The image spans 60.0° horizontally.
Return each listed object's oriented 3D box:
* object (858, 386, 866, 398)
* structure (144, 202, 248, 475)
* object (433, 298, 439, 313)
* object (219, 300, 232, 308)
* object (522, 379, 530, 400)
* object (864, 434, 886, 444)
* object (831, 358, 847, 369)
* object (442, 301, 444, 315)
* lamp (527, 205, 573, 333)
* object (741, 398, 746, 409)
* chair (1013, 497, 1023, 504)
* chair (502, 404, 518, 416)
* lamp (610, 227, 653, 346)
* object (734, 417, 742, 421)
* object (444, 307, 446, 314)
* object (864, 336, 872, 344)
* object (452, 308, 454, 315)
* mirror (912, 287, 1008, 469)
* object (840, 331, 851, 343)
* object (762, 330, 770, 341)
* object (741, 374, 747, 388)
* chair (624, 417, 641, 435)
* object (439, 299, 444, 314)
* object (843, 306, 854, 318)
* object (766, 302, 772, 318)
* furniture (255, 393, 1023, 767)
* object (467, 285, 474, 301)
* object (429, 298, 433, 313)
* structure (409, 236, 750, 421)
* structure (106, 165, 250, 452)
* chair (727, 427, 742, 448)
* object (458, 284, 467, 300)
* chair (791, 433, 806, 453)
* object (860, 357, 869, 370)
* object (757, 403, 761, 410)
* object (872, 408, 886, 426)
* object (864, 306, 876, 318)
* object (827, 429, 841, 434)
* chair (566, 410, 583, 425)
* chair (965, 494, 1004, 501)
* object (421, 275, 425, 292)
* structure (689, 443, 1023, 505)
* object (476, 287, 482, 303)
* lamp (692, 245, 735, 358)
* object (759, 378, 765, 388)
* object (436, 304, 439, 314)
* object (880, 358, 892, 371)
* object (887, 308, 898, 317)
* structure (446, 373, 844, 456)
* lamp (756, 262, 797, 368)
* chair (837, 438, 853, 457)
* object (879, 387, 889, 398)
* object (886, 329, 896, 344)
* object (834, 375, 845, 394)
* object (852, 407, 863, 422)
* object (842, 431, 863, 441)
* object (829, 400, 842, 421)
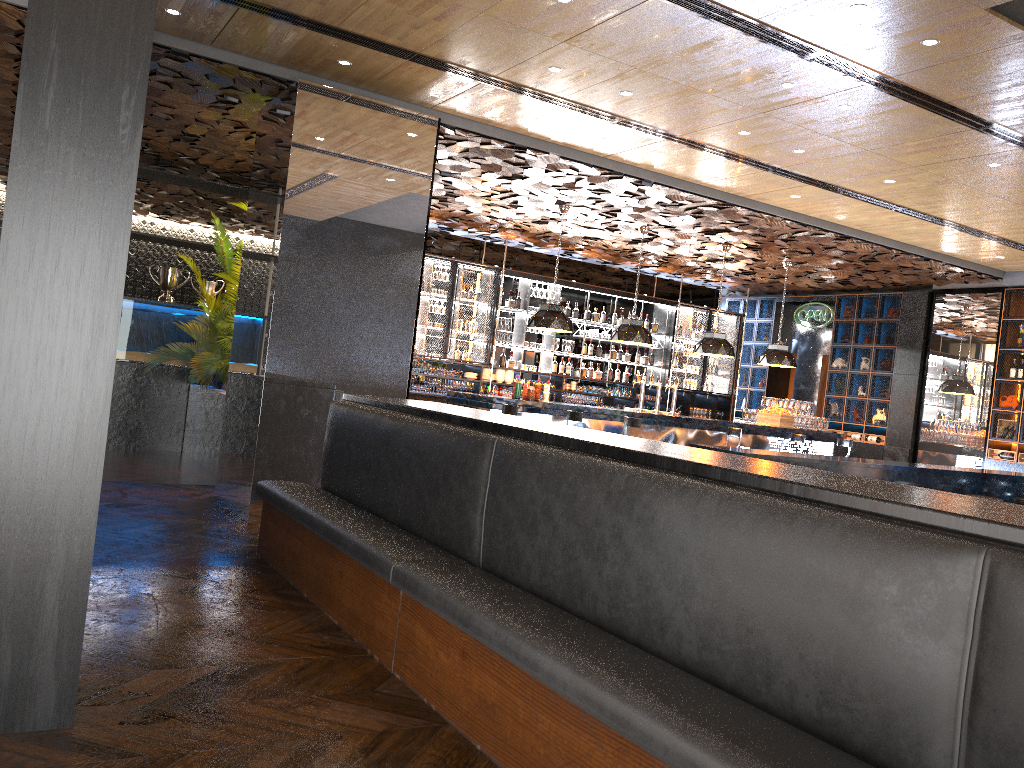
[{"bbox_3d":[5.864,0.135,14.825,0.096,0.210,0.183,7,0,-28],"label":"object"},{"bbox_3d":[-3.308,-0.830,10.646,1.873,3.561,4.073,7,0,-29],"label":"structure"},{"bbox_3d":[-1.135,-1.171,13.207,0.081,0.213,0.081,7,0,-25],"label":"object"},{"bbox_3d":[-3.742,-1.024,11.773,0.320,0.135,0.250,7,0,-30],"label":"object"},{"bbox_3d":[0.179,0.066,10.971,0.080,0.254,0.091,7,0,-28],"label":"object"},{"bbox_3d":[5.910,0.894,14.368,0.123,0.132,0.396,7,0,-29],"label":"object"},{"bbox_3d":[5.684,-0.332,15.168,0.403,0.221,0.192,7,0,29],"label":"object"},{"bbox_3d":[-1.050,-1.161,13.423,0.081,0.213,0.081,7,0,-25],"label":"object"},{"bbox_3d":[0.566,-1.437,11.190,0.582,1.606,0.607,7,0,-30],"label":"lamp"},{"bbox_3d":[4.524,0.394,17.126,0.126,0.249,0.253,7,0,35],"label":"object"},{"bbox_3d":[4.974,1.512,8.562,0.419,0.813,0.419,7,0,-35],"label":"chair"},{"bbox_3d":[0.053,0.794,9.832,0.476,1.108,0.419,7,0,-30],"label":"chair"},{"bbox_3d":[1.701,-1.331,12.003,0.582,1.564,0.607,7,0,-30],"label":"lamp"},{"bbox_3d":[4.382,0.718,17.029,0.123,0.132,0.396,7,0,-30],"label":"object"},{"bbox_3d":[-0.978,-1.153,13.299,0.081,0.213,0.081,7,0,-25],"label":"object"},{"bbox_3d":[5.974,-0.711,14.821,0.210,0.168,0.105,7,0,-31],"label":"object"},{"bbox_3d":[-0.900,-1.144,13.345,0.081,0.213,0.081,7,0,-25],"label":"object"},{"bbox_3d":[6.635,0.329,13.280,0.026,3.551,1.194,7,0,-30],"label":"mirror"},{"bbox_3d":[5.728,-0.779,15.176,0.126,0.249,0.253,7,0,-30],"label":"object"},{"bbox_3d":[4.831,-0.900,16.690,0.097,0.290,0.290,7,0,-32],"label":"object"},{"bbox_3d":[4.568,-0.055,17.089,0.290,0.290,0.097,7,0,8],"label":"object"},{"bbox_3d":[1.487,0.961,10.464,0.476,1.108,0.419,7,0,-30],"label":"chair"},{"bbox_3d":[-1.052,-1.161,13.255,0.081,0.213,0.081,7,0,-25],"label":"object"},{"bbox_3d":[5.804,-1.206,15.160,0.253,0.249,0.126,7,0,30],"label":"object"},{"bbox_3d":[4.872,-1.367,16.717,0.116,0.358,0.198,7,0,-30],"label":"object"},{"bbox_3d":[0.848,0.868,3.331,1.802,1.137,7.087,7,0,-30],"label":"furniture"},{"bbox_3d":[-0.632,-1.395,13.576,0.072,0.246,0.073,7,0,45],"label":"object"},{"bbox_3d":[-1.207,-1.179,13.331,0.081,0.213,0.081,7,0,-25],"label":"object"},{"bbox_3d":[1.140,-0.308,14.466,6.750,3.553,1.143,7,0,-30],"label":"structure"},{"bbox_3d":[-3.826,-0.975,11.740,4.269,3.734,0.705,7,0,-30],"label":"structure"},{"bbox_3d":[2.628,1.093,11.254,0.476,1.108,0.419,7,0,-15],"label":"chair"},{"bbox_3d":[-0.751,-1.407,13.508,0.108,0.244,0.108,7,0,-42],"label":"object"},{"bbox_3d":[3.647,1.212,11.912,0.476,1.108,0.419,7,0,-15],"label":"chair"},{"bbox_3d":[5.947,-0.315,14.790,0.253,0.249,0.126,7,0,30],"label":"object"},{"bbox_3d":[4.703,0.434,16.712,0.107,0.209,0.233,7,0,-13],"label":"object"},{"bbox_3d":[6.038,0.542,14.419,0.164,0.303,0.341,7,0,-25],"label":"object"},{"bbox_3d":[6.030,-1.220,14.803,0.152,0.332,0.289,7,0,-38],"label":"object"},{"bbox_3d":[5.481,0.846,15.109,0.122,0.133,0.396,7,0,-30],"label":"object"},{"bbox_3d":[0.789,0.879,10.191,0.476,1.108,0.419,7,0,-30],"label":"chair"},{"bbox_3d":[4.308,1.435,8.184,0.419,0.813,0.419,7,0,-35],"label":"chair"},{"bbox_3d":[-1.331,-1.490,13.167,0.075,0.261,0.075,7,0,19],"label":"object"},{"bbox_3d":[3.767,1.277,8.664,4.941,0.998,0.673,7,0,-30],"label":"structure"},{"bbox_3d":[-0.508,-1.381,13.650,0.073,0.246,0.072,7,0,-15],"label":"object"},{"bbox_3d":[2.956,-1.185,12.606,0.582,1.564,0.607,7,0,-30],"label":"lamp"},{"bbox_3d":[4.799,0.007,16.744,0.278,0.222,0.138,7,0,-1],"label":"object"},{"bbox_3d":[-1.124,-1.170,13.379,0.081,0.213,0.081,7,0,-25],"label":"object"},{"bbox_3d":[6.127,-0.295,14.431,0.265,0.239,0.266,7,0,38],"label":"object"},{"bbox_3d":[6.229,-1.140,14.428,0.138,0.222,0.278,7,0,-30],"label":"object"},{"bbox_3d":[2.021,0.732,12.177,6.009,1.685,1.214,7,0,-30],"label":"structure"},{"bbox_3d":[4.091,-1.052,13.416,0.582,1.564,0.607,7,0,-30],"label":"lamp"},{"bbox_3d":[4.513,1.312,12.499,0.476,1.108,0.419,7,0,-20],"label":"chair"},{"bbox_3d":[6.068,0.150,14.447,0.212,0.220,0.119,7,0,44],"label":"object"},{"bbox_3d":[6.187,-0.749,14.423,0.114,0.290,0.249,7,0,-30],"label":"object"},{"bbox_3d":[5.641,0.026,15.179,0.167,0.356,0.255,7,0,-25],"label":"object"},{"bbox_3d":[5.766,0.523,14.796,0.208,0.280,0.131,7,0,42],"label":"object"},{"bbox_3d":[5.693,0.870,14.741,0.122,0.132,0.396,7,0,-30],"label":"object"},{"bbox_3d":[5.583,0.465,15.180,0.175,0.351,0.369,7,0,-25],"label":"object"}]
